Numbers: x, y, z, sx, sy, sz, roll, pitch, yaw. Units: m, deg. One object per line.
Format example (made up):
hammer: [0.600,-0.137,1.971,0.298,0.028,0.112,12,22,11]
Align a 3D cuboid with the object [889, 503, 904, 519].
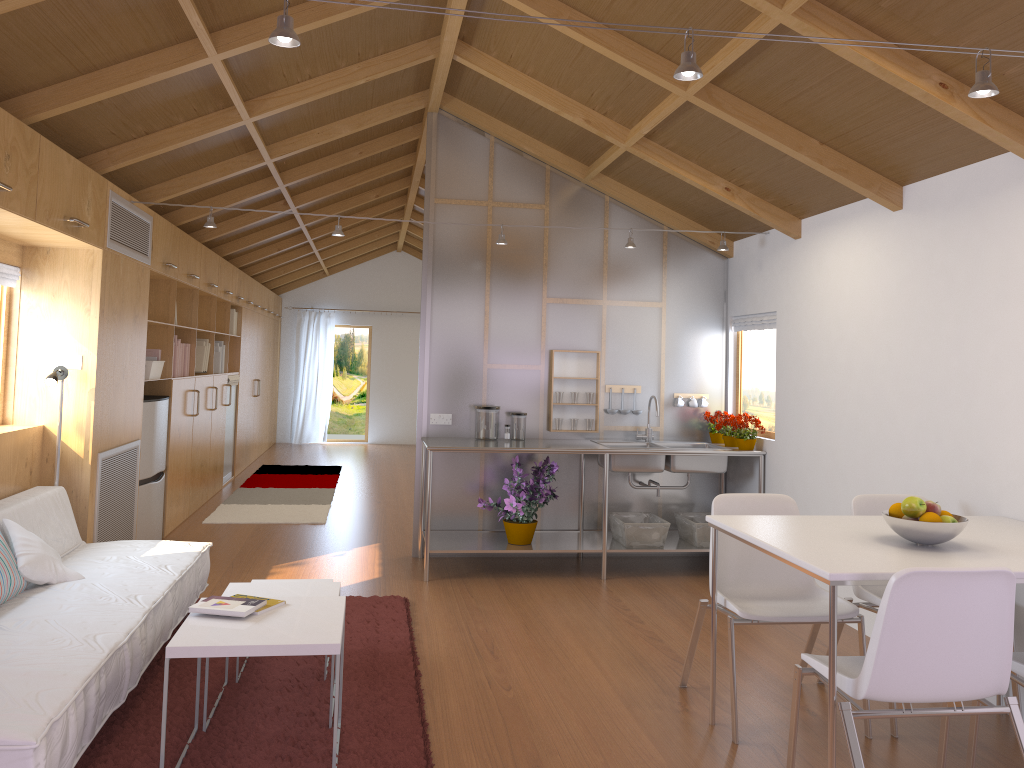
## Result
object: [1.267,0.423,2.890,0.067,0.068,0.067,2,-1,-33]

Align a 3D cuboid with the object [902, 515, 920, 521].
object: [1.281,0.451,2.823,0.078,0.090,0.080,1,-2,40]

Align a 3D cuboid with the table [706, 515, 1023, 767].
table: [1.369,0.883,2.893,1.208,0.745,0.897,2,-1,-9]

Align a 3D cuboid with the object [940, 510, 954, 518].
object: [1.390,0.441,2.850,0.068,0.066,0.067,1,-1,35]

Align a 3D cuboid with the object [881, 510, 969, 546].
object: [1.317,0.467,2.823,0.255,0.091,0.254,2,1,33]

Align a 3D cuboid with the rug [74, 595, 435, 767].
rug: [-1.305,1.166,3.357,1.884,0.020,2.476,1,1,-9]

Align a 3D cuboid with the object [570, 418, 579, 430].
object: [0.415,0.272,5.928,0.061,0.077,0.061,3,-2,-35]

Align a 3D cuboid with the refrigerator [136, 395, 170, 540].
refrigerator: [-2.437,0.584,5.794,0.261,0.991,0.711,2,-2,-9]

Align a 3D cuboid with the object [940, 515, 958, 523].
object: [1.368,0.448,2.783,0.070,0.069,0.077,2,-1,-9]

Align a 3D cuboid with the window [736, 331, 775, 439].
window: [1.626,-0.059,5.784,0.026,0.798,0.722,2,-1,-9]

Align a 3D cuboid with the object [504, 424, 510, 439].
object: [-0.031,0.309,5.706,0.037,0.093,0.037,1,-3,6]

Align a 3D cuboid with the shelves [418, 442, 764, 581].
shelves: [0.481,0.790,5.636,2.091,0.756,0.631,2,-1,-9]

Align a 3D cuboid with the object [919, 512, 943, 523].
object: [1.306,0.434,2.758,0.067,0.068,0.067,2,-1,-33]

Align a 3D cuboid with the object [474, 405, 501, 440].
object: [-0.162,0.253,5.766,0.172,0.216,0.171,2,-1,5]

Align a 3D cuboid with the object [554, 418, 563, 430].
object: [0.313,0.269,5.912,0.061,0.077,0.061,2,-1,3]

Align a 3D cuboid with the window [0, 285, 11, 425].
window: [-2.432,-0.175,3.692,0.035,0.792,1.494,2,0,-9]

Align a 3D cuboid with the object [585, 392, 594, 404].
object: [0.523,0.097,5.954,0.061,0.077,0.061,3,-2,-35]

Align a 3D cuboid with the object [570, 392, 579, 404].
object: [0.420,0.094,5.938,0.061,0.077,0.061,3,-2,-35]

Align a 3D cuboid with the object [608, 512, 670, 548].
object: [0.797,0.926,5.608,0.298,0.159,0.414,2,1,-9]

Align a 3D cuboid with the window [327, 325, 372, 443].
window: [-2.608,-0.011,13.496,0.874,1.793,0.025,2,-3,-9]

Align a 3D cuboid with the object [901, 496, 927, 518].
object: [1.270,0.389,2.795,0.070,0.069,0.077,2,-1,-9]

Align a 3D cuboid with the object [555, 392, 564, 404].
object: [0.318,0.091,5.922,0.061,0.077,0.061,2,-1,3]

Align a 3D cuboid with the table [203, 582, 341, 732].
table: [-0.857,0.975,3.231,0.424,0.384,0.458,2,-1,-9]

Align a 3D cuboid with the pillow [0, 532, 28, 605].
pillow: [-1.858,0.684,2.903,0.171,0.252,1.040,2,1,-9]

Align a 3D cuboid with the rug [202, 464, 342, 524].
rug: [-2.192,1.023,8.625,0.916,0.011,3.715,1,1,-9]

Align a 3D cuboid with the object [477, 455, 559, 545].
object: [0.067,0.709,5.461,0.524,0.555,0.351,2,-2,-18]

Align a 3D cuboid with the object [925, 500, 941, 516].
object: [1.338,0.405,2.827,0.063,0.067,0.061,1,-1,29]

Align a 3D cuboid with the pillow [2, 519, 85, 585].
pillow: [-1.879,0.667,3.531,0.345,0.253,0.266,1,-1,45]

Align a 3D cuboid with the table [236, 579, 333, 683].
table: [-0.921,1.002,3.624,0.341,0.310,0.368,2,-1,-9]

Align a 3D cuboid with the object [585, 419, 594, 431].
object: [0.517,0.274,5.944,0.061,0.077,0.061,3,-2,-35]

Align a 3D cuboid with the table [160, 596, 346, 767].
table: [-0.785,0.960,2.777,0.485,0.440,0.523,2,-1,-9]

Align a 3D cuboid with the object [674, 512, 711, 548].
object: [1.246,0.938,5.678,0.298,0.159,0.414,2,1,-9]

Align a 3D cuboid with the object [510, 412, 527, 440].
object: [0.042,0.279,5.816,0.113,0.177,0.113,1,-2,12]
